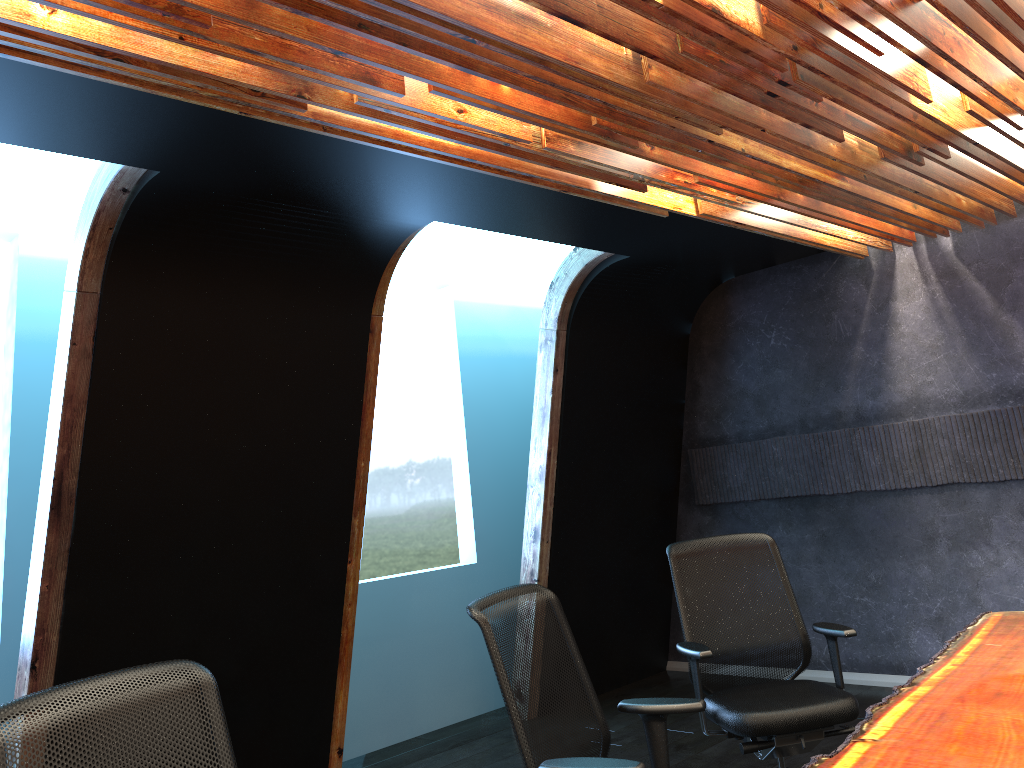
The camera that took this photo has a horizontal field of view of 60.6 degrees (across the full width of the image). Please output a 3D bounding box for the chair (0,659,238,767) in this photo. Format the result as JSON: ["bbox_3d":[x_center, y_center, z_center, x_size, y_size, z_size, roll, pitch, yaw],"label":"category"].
[{"bbox_3d":[-0.552,1.212,1.636,0.785,1.272,0.803,-13,-15,28],"label":"chair"}]

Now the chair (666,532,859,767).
[{"bbox_3d":[1.133,1.309,3.821,0.819,1.272,0.769,-4,-13,-11],"label":"chair"}]

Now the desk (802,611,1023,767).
[{"bbox_3d":[0.486,1.201,0.798,6.642,0.839,1.991,1,-11,-44],"label":"desk"}]

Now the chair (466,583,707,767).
[{"bbox_3d":[0.373,1.233,2.587,0.787,1.272,0.800,-12,-14,24],"label":"chair"}]

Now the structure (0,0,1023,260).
[{"bbox_3d":[0.133,-0.057,0.660,11.441,3.073,4.427,2,-12,-44],"label":"structure"}]
